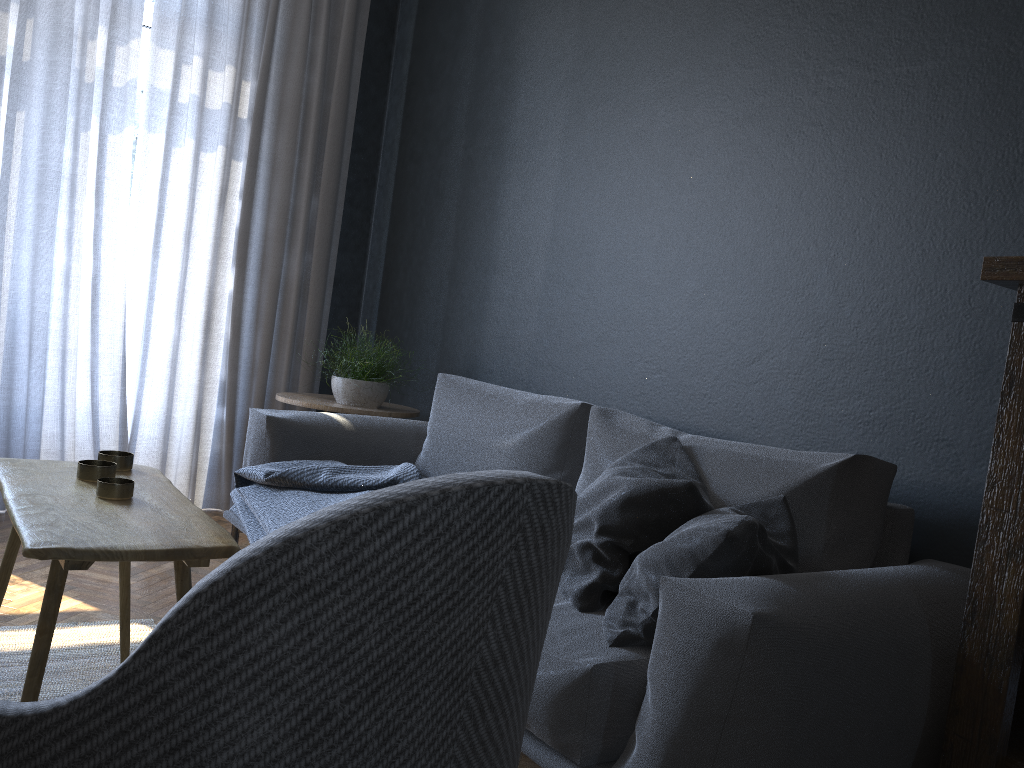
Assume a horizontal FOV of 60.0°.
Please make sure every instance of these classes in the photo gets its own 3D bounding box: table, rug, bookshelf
[{"bbox_3d":[-0.799,0.476,1.660,0.340,0.550,0.786,6,3,-34],"label":"table"},{"bbox_3d":[-0.901,0.745,1.466,1.004,0.013,2.008,6,3,-34],"label":"rug"},{"bbox_3d":[1.412,0.493,0.823,0.451,1.173,1.915,6,3,-34],"label":"bookshelf"}]

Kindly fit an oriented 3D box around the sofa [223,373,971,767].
[{"bbox_3d":[0.007,0.429,2.448,0.971,0.799,2.336,6,3,-35],"label":"sofa"}]

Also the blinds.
[{"bbox_3d":[-2.420,-0.943,3.246,3.995,2.791,0.312,6,3,-34],"label":"blinds"}]

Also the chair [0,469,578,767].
[{"bbox_3d":[-0.218,0.448,0.918,0.494,0.812,0.645,10,3,34],"label":"chair"}]

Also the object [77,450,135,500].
[{"bbox_3d":[-0.812,0.177,1.771,0.103,0.033,0.368,7,2,-24],"label":"object"}]

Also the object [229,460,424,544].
[{"bbox_3d":[-0.568,0.363,2.751,0.490,0.329,0.665,6,3,-29],"label":"object"}]

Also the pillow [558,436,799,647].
[{"bbox_3d":[0.332,0.313,1.896,0.442,0.362,0.796,7,2,-16],"label":"pillow"}]
